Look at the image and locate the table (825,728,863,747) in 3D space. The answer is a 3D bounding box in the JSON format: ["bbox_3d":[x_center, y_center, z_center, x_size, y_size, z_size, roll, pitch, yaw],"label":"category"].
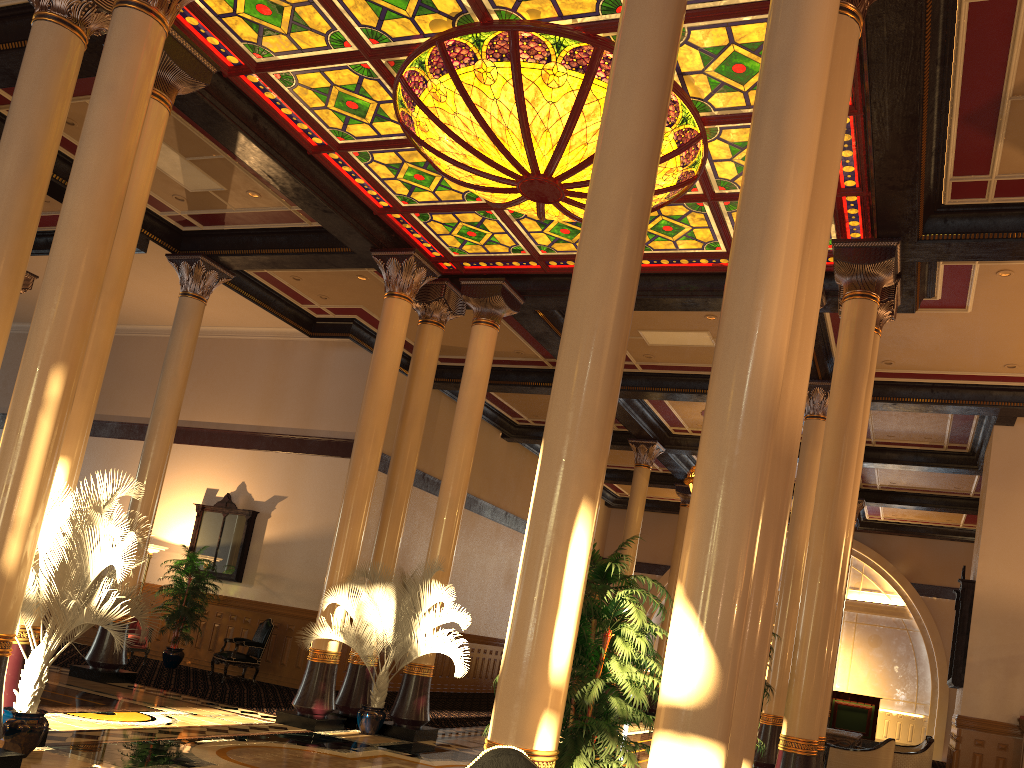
[{"bbox_3d":[4.746,5.705,13.372,1.068,0.757,1.735,3,-16,25],"label":"table"}]

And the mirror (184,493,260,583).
[{"bbox_3d":[-5.251,2.723,15.630,1.338,1.523,0.211,5,-9,23],"label":"mirror"}]

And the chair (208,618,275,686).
[{"bbox_3d":[-4.418,4.316,14.194,0.792,1.077,0.710,18,-13,-40],"label":"chair"}]

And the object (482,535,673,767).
[{"bbox_3d":[0.426,1.875,4.954,1.115,2.109,1.025,13,-9,-17],"label":"object"}]

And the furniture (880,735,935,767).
[{"bbox_3d":[6.047,5.876,13.463,0.779,0.925,2.301,4,-15,25],"label":"furniture"}]

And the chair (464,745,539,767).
[{"bbox_3d":[0.101,1.628,2.419,0.712,1.077,0.788,2,-13,39],"label":"chair"}]

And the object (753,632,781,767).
[{"bbox_3d":[2.114,3.260,8.772,1.014,2.109,1.127,8,-9,13],"label":"object"}]

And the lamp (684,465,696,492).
[{"bbox_3d":[3.910,1.550,16.502,1.155,1.869,1.253,6,-10,19],"label":"lamp"}]

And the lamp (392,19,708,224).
[{"bbox_3d":[0.324,-2.098,8.206,2.898,0.591,3.181,3,-17,22],"label":"lamp"}]

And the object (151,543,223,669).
[{"bbox_3d":[-5.565,3.764,14.788,1.115,2.109,1.025,13,-9,-17],"label":"object"}]

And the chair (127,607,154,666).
[{"bbox_3d":[-6.380,4.131,14.338,0.617,0.902,0.729,0,-14,44],"label":"chair"}]

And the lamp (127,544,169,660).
[{"bbox_3d":[-6.507,3.794,15.168,0.599,1.972,0.574,12,-8,-15],"label":"lamp"}]

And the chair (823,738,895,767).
[{"bbox_3d":[4.736,5.193,11.784,0.740,0.895,1.018,-1,-16,44],"label":"chair"}]

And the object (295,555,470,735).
[{"bbox_3d":[-1.274,3.147,10.494,1.756,2.228,2.202,4,-13,28],"label":"object"}]

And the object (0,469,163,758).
[{"bbox_3d":[-3.338,1.734,6.750,2.012,2.214,1.895,7,-11,12],"label":"object"}]

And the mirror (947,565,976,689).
[{"bbox_3d":[7.296,3.948,14.184,0.246,1.947,1.885,6,-12,26],"label":"mirror"}]
